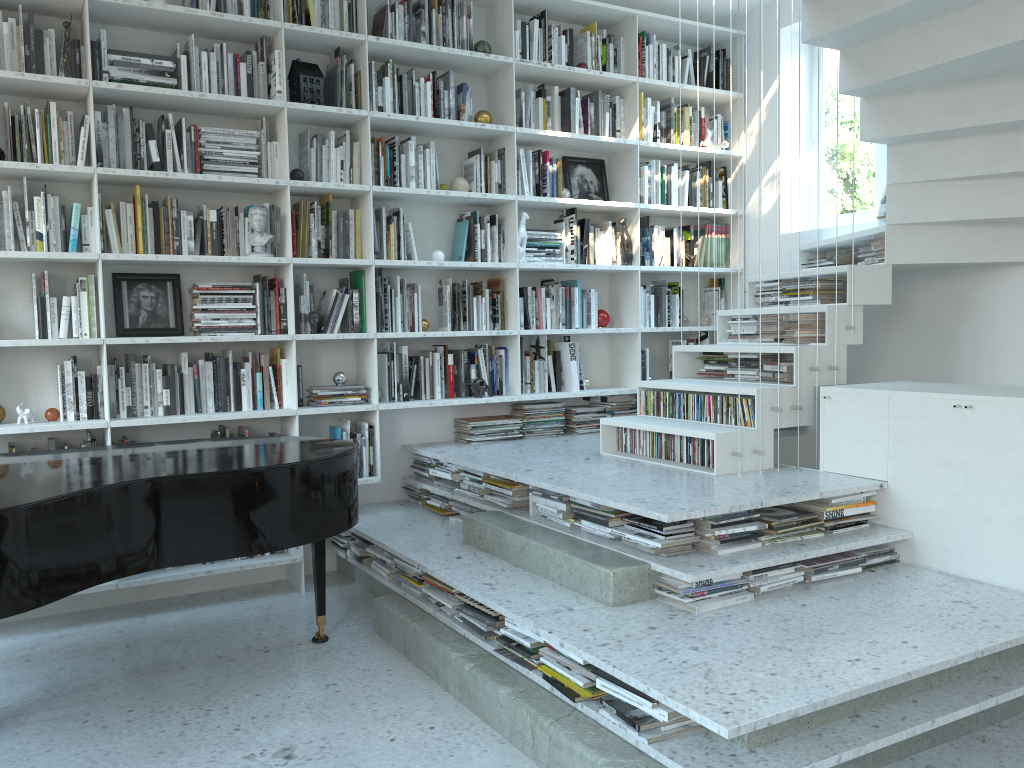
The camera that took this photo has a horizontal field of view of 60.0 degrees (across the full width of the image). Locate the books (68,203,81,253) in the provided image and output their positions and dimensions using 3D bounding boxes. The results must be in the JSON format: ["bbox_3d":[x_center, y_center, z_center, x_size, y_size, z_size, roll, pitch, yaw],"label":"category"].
[{"bbox_3d":[-1.964,-0.685,3.971,0.060,0.228,0.179,-3,4,-29],"label":"books"}]

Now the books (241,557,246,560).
[{"bbox_3d":[-1.344,0.726,4.395,0.044,0.251,0.186,-3,5,-29],"label":"books"}]

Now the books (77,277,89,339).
[{"bbox_3d":[-1.942,-0.341,4.013,0.027,0.270,0.178,-3,5,-29],"label":"books"}]

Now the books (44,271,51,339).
[{"bbox_3d":[-2.070,-0.349,3.948,0.012,0.298,0.166,-3,5,-29],"label":"books"}]

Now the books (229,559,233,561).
[{"bbox_3d":[-1.404,0.752,4.367,0.010,0.206,0.179,-3,4,-29],"label":"books"}]

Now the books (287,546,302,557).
[{"bbox_3d":[-1.120,0.708,4.467,0.038,0.269,0.277,-3,4,-29],"label":"books"}]

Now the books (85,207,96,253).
[{"bbox_3d":[-1.912,-0.684,4.024,0.026,0.217,0.126,-3,5,-29],"label":"books"}]

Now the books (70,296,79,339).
[{"bbox_3d":[-1.976,-0.298,4.001,0.024,0.188,0.172,-3,4,-29],"label":"books"}]

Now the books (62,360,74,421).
[{"bbox_3d":[-2.001,0.028,3.999,0.027,0.269,0.158,-3,5,-29],"label":"books"}]

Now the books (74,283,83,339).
[{"bbox_3d":[-1.956,-0.327,3.998,0.012,0.245,0.171,-3,5,-29],"label":"books"}]

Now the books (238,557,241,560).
[{"bbox_3d":[-1.374,0.706,4.389,0.011,0.293,0.184,-3,5,-29],"label":"books"}]

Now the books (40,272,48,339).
[{"bbox_3d":[-2.081,-0.345,3.946,0.011,0.292,0.155,-3,5,-29],"label":"books"}]

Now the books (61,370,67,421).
[{"bbox_3d":[-2.028,0.051,4.007,0.015,0.225,0.148,-3,5,-29],"label":"books"}]

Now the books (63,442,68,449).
[{"bbox_3d":[-2.007,0.404,4.000,0.011,0.266,0.191,-3,5,-29],"label":"books"}]

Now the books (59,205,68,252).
[{"bbox_3d":[-2.013,-0.680,3.971,0.026,0.219,0.150,-3,5,-29],"label":"books"}]

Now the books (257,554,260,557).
[{"bbox_3d":[-1.291,0.719,4.439,0.011,0.258,0.171,-3,5,-29],"label":"books"}]

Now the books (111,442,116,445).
[{"bbox_3d":[-1.822,0.399,4.065,0.014,0.261,0.132,-3,5,-29],"label":"books"}]

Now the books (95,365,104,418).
[{"bbox_3d":[-1.904,0.035,4.094,0.019,0.242,0.107,-3,5,-29],"label":"books"}]

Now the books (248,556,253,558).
[{"bbox_3d":[-1.322,0.692,4.410,0.013,0.317,0.186,-3,5,-29],"label":"books"}]

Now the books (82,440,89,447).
[{"bbox_3d":[-1.939,0.399,4.047,0.013,0.268,0.183,-3,5,-29],"label":"books"}]

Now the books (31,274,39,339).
[{"bbox_3d":[-2.110,-0.340,3.922,0.012,0.285,0.159,-3,5,-29],"label":"books"}]

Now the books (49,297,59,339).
[{"bbox_3d":[-2.054,-0.292,3.969,0.030,0.183,0.154,-3,4,-29],"label":"books"}]

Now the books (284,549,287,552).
[{"bbox_3d":[-1.180,0.750,4.515,0.023,0.182,0.148,-3,4,-29],"label":"books"}]

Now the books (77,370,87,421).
[{"bbox_3d":[-1.956,0.050,4.028,0.029,0.221,0.153,-3,5,-29],"label":"books"}]

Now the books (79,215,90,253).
[{"bbox_3d":[-1.934,-0.665,4.010,0.027,0.181,0.141,-3,5,-29],"label":"books"}]

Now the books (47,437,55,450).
[{"bbox_3d":[-2.074,0.391,4.006,0.025,0.294,0.134,-3,5,-29],"label":"books"}]

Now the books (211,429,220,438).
[{"bbox_3d":[-1.429,0.366,4.287,0.012,0.285,0.159,-3,5,-29],"label":"books"}]

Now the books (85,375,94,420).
[{"bbox_3d":[-1.940,0.061,4.061,0.031,0.195,0.142,-3,5,-29],"label":"books"}]

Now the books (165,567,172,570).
[{"bbox_3d":[-1.654,0.764,4.231,0.028,0.206,0.174,-3,4,-29],"label":"books"}]

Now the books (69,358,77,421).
[{"bbox_3d":[-1.992,0.023,4.020,0.010,0.277,0.155,-3,5,-29],"label":"books"}]

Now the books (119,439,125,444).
[{"bbox_3d":[-1.788,0.395,4.081,0.011,0.266,0.152,-3,5,-29],"label":"books"}]

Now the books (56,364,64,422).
[{"bbox_3d":[-2.036,0.037,3.992,0.012,0.254,0.160,-3,5,-29],"label":"books"}]

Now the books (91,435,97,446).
[{"bbox_3d":[-1.922,0.386,4.077,0.021,0.290,0.160,-3,5,-29],"label":"books"}]

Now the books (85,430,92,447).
[{"bbox_3d":[-1.933,0.372,4.059,0.013,0.320,0.173,-3,5,-29],"label":"books"}]

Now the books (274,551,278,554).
[{"bbox_3d":[-1.218,0.716,4.484,0.012,0.256,0.176,-3,5,-29],"label":"books"}]

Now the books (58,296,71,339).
[{"bbox_3d":[-2.009,-0.297,3.977,0.057,0.189,0.156,-3,4,-29],"label":"books"}]

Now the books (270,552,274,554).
[{"bbox_3d":[-1.239,0.730,4.483,0.028,0.228,0.162,-3,5,-29],"label":"books"}]

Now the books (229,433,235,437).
[{"bbox_3d":[-1.358,0.373,4.347,0.066,0.261,0.132,-3,5,-29],"label":"books"}]

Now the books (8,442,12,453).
[{"bbox_3d":[-2.210,0.404,3.918,0.012,0.285,0.159,-3,5,-29],"label":"books"}]

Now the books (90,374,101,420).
[{"bbox_3d":[-1.910,0.057,4.062,0.024,0.201,0.158,-3,5,-29],"label":"books"}]

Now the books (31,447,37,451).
[{"bbox_3d":[-2.122,0.417,3.953,0.022,0.251,0.187,-3,5,-29],"label":"books"}]

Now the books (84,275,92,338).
[{"bbox_3d":[-1.921,-0.346,4.013,0.011,0.279,0.187,-3,5,-29],"label":"books"}]

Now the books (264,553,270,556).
[{"bbox_3d":[-1.255,0.743,4.461,0.022,0.205,0.191,-3,4,-29],"label":"books"}]

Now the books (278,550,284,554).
[{"bbox_3d":[-1.197,0.734,4.490,0.029,0.218,0.190,-3,4,-29],"label":"books"}]

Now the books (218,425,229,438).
[{"bbox_3d":[-1.390,0.356,4.293,0.013,0.303,0.181,-3,5,-29],"label":"books"}]

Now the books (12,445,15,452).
[{"bbox_3d":[-2.197,0.411,3.920,0.012,0.271,0.142,-3,5,-29],"label":"books"}]

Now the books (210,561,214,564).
[{"bbox_3d":[-1.487,0.691,4.323,0.014,0.336,0.182,-3,5,-29],"label":"books"}]

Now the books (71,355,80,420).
[{"bbox_3d":[-1.980,0.016,4.022,0.014,0.291,0.131,-3,5,-29],"label":"books"}]

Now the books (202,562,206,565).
[{"bbox_3d":[-1.519,0.717,4.312,0.013,0.285,0.184,-3,5,-29],"label":"books"}]

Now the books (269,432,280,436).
[{"bbox_3d":[-1.186,0.370,4.435,0.022,0.249,0.130,-3,5,-29],"label":"books"}]

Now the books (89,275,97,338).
[{"bbox_3d":[-1.908,-0.348,4.024,0.021,0.282,0.162,-3,5,-29],"label":"books"}]

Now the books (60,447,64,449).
[{"bbox_3d":[-2.038,0.415,4.008,0.037,0.245,0.164,-3,5,-29],"label":"books"}]

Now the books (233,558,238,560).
[{"bbox_3d":[-1.390,0.748,4.381,0.029,0.210,0.170,-3,4,-29],"label":"books"}]

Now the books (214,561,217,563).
[{"bbox_3d":[-1.475,0.714,4.333,0.014,0.288,0.184,-3,5,-29],"label":"books"}]

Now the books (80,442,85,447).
[{"bbox_3d":[-1.957,0.403,4.053,0.012,0.260,0.147,-3,5,-29],"label":"books"}]

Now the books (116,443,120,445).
[{"bbox_3d":[-1.795,0.404,4.058,0.026,0.252,0.182,-3,5,-29],"label":"books"}]

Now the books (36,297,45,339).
[{"bbox_3d":[-2.090,-0.291,3.931,0.025,0.186,0.154,-3,4,-29],"label":"books"}]

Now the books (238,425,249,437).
[{"bbox_3d":[-1.311,0.356,4.343,0.015,0.294,0.169,-3,5,-29],"label":"books"}]

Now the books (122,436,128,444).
[{"bbox_3d":[-1.775,0.385,4.081,0.012,0.285,0.137,-3,5,-29],"label":"books"}]
